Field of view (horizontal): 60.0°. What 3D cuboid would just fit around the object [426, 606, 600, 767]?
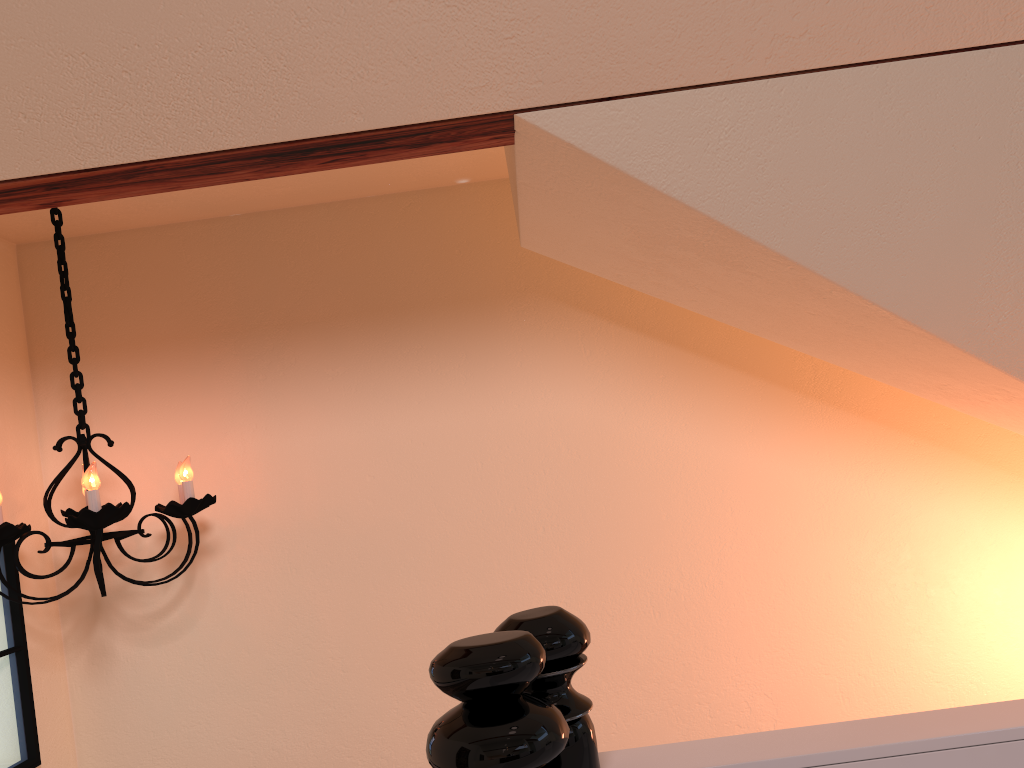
[{"bbox_3d":[0.015,0.411,0.985,0.157,0.228,0.276,-11,-6,30],"label":"object"}]

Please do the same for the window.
[{"bbox_3d":[-1.332,0.765,2.172,0.046,0.699,0.450,-8,-5,1],"label":"window"}]

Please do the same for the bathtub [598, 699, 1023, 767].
[{"bbox_3d":[1.013,0.701,0.712,2.216,0.692,0.801,-8,-5,1],"label":"bathtub"}]

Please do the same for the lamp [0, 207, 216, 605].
[{"bbox_3d":[-1.091,0.018,2.217,0.616,1.122,0.542,-9,-4,11],"label":"lamp"}]
